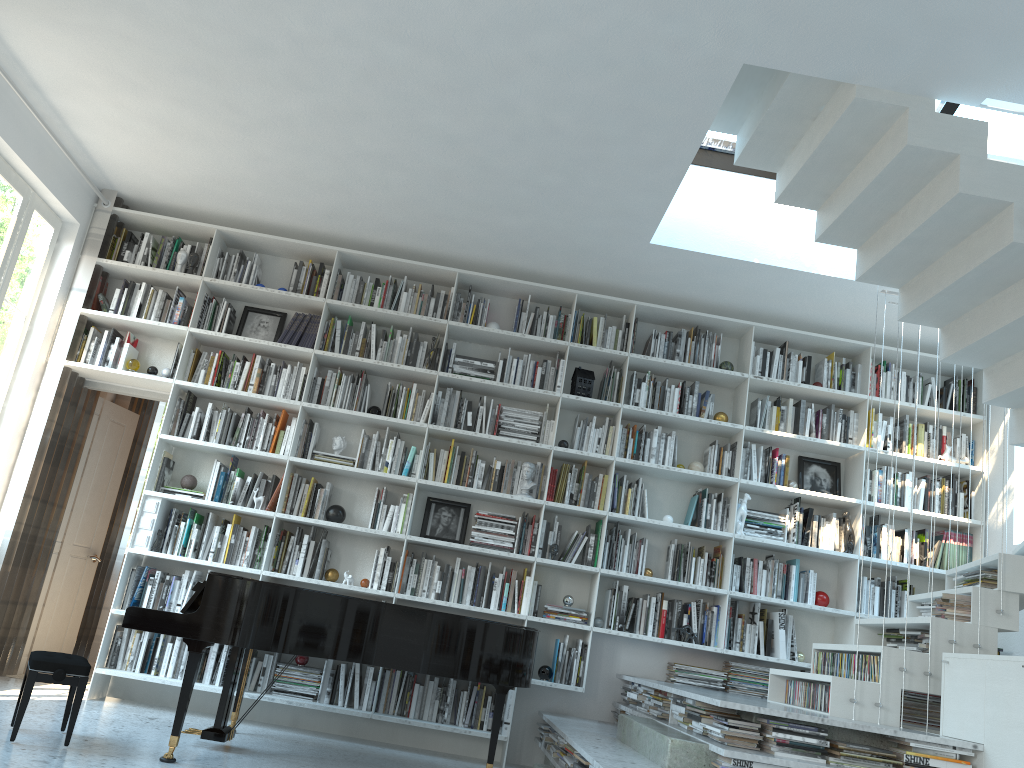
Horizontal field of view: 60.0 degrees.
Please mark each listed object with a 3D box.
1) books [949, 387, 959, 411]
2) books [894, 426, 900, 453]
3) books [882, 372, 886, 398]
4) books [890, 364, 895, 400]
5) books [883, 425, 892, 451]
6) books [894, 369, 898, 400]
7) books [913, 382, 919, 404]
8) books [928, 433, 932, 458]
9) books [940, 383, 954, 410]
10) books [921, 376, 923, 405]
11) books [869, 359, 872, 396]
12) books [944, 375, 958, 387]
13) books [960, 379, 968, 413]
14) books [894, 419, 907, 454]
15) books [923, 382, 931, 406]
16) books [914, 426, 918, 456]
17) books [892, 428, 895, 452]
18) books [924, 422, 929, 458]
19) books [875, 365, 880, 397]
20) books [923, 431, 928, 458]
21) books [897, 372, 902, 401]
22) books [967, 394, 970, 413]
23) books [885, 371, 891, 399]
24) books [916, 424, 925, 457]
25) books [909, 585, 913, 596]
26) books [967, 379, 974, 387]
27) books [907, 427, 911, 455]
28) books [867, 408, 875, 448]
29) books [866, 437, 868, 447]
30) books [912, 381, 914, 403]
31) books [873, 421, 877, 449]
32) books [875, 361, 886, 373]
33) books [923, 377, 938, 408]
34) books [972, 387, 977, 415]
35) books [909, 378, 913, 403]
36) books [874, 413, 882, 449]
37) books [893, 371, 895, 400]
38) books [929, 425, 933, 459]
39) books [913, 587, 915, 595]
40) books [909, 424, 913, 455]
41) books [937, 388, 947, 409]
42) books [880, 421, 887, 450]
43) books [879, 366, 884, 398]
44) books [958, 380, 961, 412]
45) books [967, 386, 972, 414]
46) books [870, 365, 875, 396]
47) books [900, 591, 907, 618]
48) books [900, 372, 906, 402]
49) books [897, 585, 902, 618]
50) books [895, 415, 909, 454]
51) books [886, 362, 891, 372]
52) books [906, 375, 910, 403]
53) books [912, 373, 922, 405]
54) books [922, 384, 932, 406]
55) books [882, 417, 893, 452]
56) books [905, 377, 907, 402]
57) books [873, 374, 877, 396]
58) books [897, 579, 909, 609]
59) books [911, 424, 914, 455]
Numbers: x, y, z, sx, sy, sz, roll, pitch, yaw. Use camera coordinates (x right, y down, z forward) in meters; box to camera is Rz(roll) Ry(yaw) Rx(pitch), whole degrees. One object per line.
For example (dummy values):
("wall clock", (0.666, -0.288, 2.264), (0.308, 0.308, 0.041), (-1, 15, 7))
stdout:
("books", (3.130, 0.147, 6.335), (0.012, 0.215, 0.193), (10, -16, -1))
("books", (2.658, 0.410, 6.180), (0.025, 0.211, 0.135), (10, -15, -1))
("books", (2.611, 0.049, 6.326), (0.022, 0.228, 0.175), (10, -16, -1))
("books", (2.680, 0.026, 6.346), (0.012, 0.305, 0.185), (10, -15, -1))
("books", (2.574, 0.398, 6.154), (0.024, 0.193, 0.190), (10, -16, -1))
("books", (2.710, 0.049, 6.352), (0.027, 0.274, 0.149), (10, -15, -1))
("books", (2.857, 0.108, 6.347), (0.026, 0.207, 0.163), (10, -16, -1))
("books", (2.895, 0.466, 6.235), (0.013, 0.212, 0.187), (10, -16, -1))
("books", (3.092, 0.130, 6.357), (0.068, 0.246, 0.161), (10, -15, -1))
("books", (2.901, 0.089, 6.357), (0.015, 0.262, 0.143), (10, -15, -1))
("books", (2.521, -0.008, 6.334), (0.011, 0.312, 0.173), (10, -15, -1))
("books", (3.149, 0.109, 6.370), (0.014, 0.312, 0.162), (10, -15, -1))
("books", (3.195, 0.123, 6.342), (0.014, 0.285, 0.190), (10, -15, -1))
("books", (2.687, 0.389, 6.168), (0.023, 0.253, 0.190), (10, -16, -1))
("books", (2.967, 0.117, 6.365), (0.010, 0.235, 0.132), (10, -15, -1))
("books", (2.770, 0.421, 6.170), (0.013, 0.221, 0.175), (10, -16, -1))
("books", (2.624, 0.420, 6.210), (0.038, 0.198, 0.171), (10, -16, -1))
("books", (2.889, 0.428, 6.258), (0.010, 0.294, 0.166), (10, -15, -1))
("books", (2.586, 0.019, 6.342), (0.013, 0.285, 0.151), (10, -15, -1))
("books", (2.867, 0.459, 6.241), (0.023, 0.220, 0.172), (10, -16, -1))
("books", (2.733, 0.060, 6.346), (0.022, 0.258, 0.163), (10, -15, -1))
("books", (3.210, 0.180, 6.343), (0.036, 0.182, 0.162), (10, -16, -1))
("books", (2.647, 0.050, 6.336), (0.023, 0.243, 0.183), (10, -16, -1))
("books", (2.797, 0.422, 6.195), (0.042, 0.241, 0.248), (10, -16, -1))
("books", (2.650, 1.486, 5.973), (0.012, 0.253, 0.161), (10, -15, -1))
("books", (3.283, 0.132, 6.383), (0.014, 0.318, 0.144), (10, -15, -1))
("books", (2.722, 0.421, 6.170), (0.014, 0.205, 0.184), (10, -16, -1))
("books", (2.468, 0.331, 6.167), (0.010, 0.293, 0.183), (10, -15, -1))
("books", (2.444, 0.333, 6.189), (0.036, 0.293, 0.135), (10, -15, -1))
("books", (2.838, 0.100, 6.362), (0.014, 0.225, 0.133), (10, -15, -1))
("books", (2.478, 0.376, 6.156), (0.024, 0.204, 0.166), (10, -16, -1))
("books", (2.635, 0.009, 6.361), (0.014, 0.330, 0.143), (10, -15, -1))
("books", (3.003, 0.102, 6.368), (0.069, 0.276, 0.132), (10, -15, -1))
("books", (3.259, 0.159, 6.342), (0.025, 0.236, 0.188), (10, -16, -1))
("books", (2.820, 0.086, 6.346), (0.025, 0.236, 0.144), (10, -15, -1))
("books", (2.508, 0.351, 6.156), (0.026, 0.262, 0.189), (10, -16, -1))
("books", (2.689, 0.052, 6.348), (0.014, 0.259, 0.168), (10, -15, -1))
("books", (2.918, 0.443, 6.269), (0.024, 0.280, 0.154), (10, -15, -1))
("books", (2.662, 1.494, 5.968), (0.013, 0.239, 0.166), (10, -15, -1))
("books", (2.742, 0.409, 6.181), (0.022, 0.241, 0.145), (10, -15, -1))
("books", (3.044, 0.143, 6.333), (0.024, 0.192, 0.187), (10, -16, -1))
("books", (2.540, 0.379, 6.163), (0.049, 0.223, 0.162), (10, -16, -1))
("books", (2.598, 0.026, 6.327), (0.012, 0.268, 0.185), (10, -15, -1))
("books", (3.180, 0.126, 6.372), (0.012, 0.291, 0.140), (10, -15, -1))
("books", (3.240, 0.154, 6.355), (0.014, 0.247, 0.185), (10, -16, -1))
("books", (2.543, 0.018, 6.343), (0.022, 0.274, 0.160), (10, -15, -1))
("books", (2.599, 1.495, 5.946), (0.021, 0.205, 0.175), (10, -16, -1))
("books", (2.758, 0.062, 6.348), (0.029, 0.263, 0.179), (10, -15, -1))
("books", (2.576, 1.481, 5.977), (0.027, 0.241, 0.132), (10, -15, -1))
("books", (2.712, 0.374, 6.178), (0.022, 0.295, 0.152), (10, -15, -1))
("books", (2.669, 0.019, 6.363), (0.012, 0.325, 0.152), (10, -15, -1))
("books", (2.795, 0.078, 6.355), (0.027, 0.249, 0.155), (10, -15, -1))
("books", (2.890, 0.078, 6.364), (0.012, 0.284, 0.160), (10, -15, -1))
("books", (2.933, 0.119, 6.348), (0.057, 0.211, 0.163), (10, -16, -1))
("books", (2.602, 0.373, 6.178), (0.023, 0.263, 0.158), (10, -15, -1))
("books", (2.776, 0.078, 6.343), (0.011, 0.236, 0.149), (10, -15, -1))
("books", (2.561, 0.050, 6.347), (0.025, 0.222, 0.137), (10, -15, -1))
("books", (2.620, 1.462, 5.965), (0.011, 0.283, 0.161), (10, -15, -1))
("books", (2.758, 0.414, 6.181), (0.012, 0.237, 0.166), (10, -15, -1))
